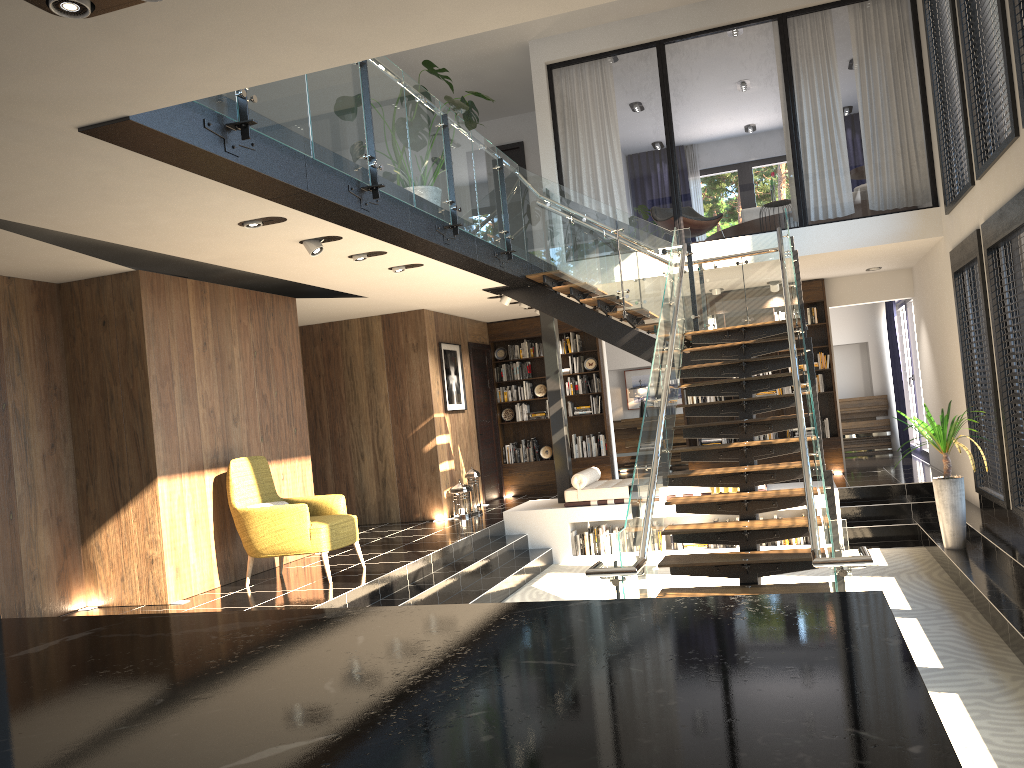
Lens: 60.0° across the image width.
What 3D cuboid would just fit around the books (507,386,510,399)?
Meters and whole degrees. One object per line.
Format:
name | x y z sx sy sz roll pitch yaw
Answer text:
books | -0.032 0.151 13.697 0.019 0.236 0.139 -6 -1 17

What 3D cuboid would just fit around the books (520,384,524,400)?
books | 0.162 0.125 13.614 0.020 0.243 0.154 -6 -1 17

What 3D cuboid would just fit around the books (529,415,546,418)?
books | 0.403 0.497 13.543 0.266 0.021 0.152 -6 -2 16

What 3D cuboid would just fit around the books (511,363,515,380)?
books | 0.038 -0.189 13.625 0.019 0.264 0.175 -6 -1 17

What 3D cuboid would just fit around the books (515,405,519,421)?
books | 0.101 0.443 13.604 0.026 0.257 0.192 -6 -2 17

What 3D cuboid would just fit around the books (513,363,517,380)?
books | 0.070 -0.187 13.643 0.032 0.255 0.160 -6 -1 17

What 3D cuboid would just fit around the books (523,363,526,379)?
books | 0.214 -0.197 13.596 0.024 0.242 0.144 -6 -1 17

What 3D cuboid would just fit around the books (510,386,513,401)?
books | 0.024 0.145 13.665 0.036 0.235 0.169 -6 -2 17

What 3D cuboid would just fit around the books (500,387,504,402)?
books | -0.134 0.161 13.686 0.022 0.235 0.194 -6 -2 17

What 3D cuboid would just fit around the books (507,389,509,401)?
books | -0.046 0.167 13.709 0.018 0.208 0.126 -6 -1 17

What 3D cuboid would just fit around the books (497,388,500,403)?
books | -0.190 0.174 13.740 0.030 0.224 0.166 -6 -2 17

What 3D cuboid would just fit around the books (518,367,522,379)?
books | 0.145 -0.163 13.588 0.025 0.188 0.181 -6 -2 17

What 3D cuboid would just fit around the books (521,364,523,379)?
books | 0.178 -0.191 13.615 0.028 0.240 0.148 -6 -1 17

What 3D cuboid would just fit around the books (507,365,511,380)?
books | -0.024 -0.172 13.636 0.039 0.243 0.179 -6 -2 17

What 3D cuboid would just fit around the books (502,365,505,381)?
books | -0.100 -0.169 13.679 0.035 0.255 0.183 -6 -2 17

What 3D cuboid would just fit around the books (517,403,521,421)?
books | 0.125 0.432 13.607 0.018 0.275 0.144 -6 -1 17

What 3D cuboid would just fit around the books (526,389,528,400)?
books | 0.249 0.132 13.589 0.018 0.210 0.157 -6 -2 17

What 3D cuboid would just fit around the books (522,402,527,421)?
books | 0.205 0.422 13.594 0.032 0.279 0.133 -6 -1 17

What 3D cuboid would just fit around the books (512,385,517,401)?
books | 0.047 0.140 13.637 0.026 0.237 0.164 -6 -2 17

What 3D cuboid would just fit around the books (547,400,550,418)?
books | 0.567 0.378 13.463 0.018 0.286 0.157 -6 -1 17

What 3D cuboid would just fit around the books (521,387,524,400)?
books | 0.182 0.147 13.595 0.025 0.193 0.172 -6 -2 17

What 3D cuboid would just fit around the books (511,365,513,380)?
books | 0.026 -0.183 13.649 0.018 0.256 0.172 -6 -2 17

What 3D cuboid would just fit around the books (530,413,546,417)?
books | 0.401 0.471 13.544 0.244 0.033 0.142 -6 -2 13

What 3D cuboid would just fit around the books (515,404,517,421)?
books | 0.089 0.442 13.645 0.020 0.264 0.152 -6 -1 17

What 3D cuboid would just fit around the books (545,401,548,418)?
books | 0.552 0.393 13.494 0.032 0.261 0.157 -6 -1 17

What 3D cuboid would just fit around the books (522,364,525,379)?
books | 0.195 -0.189 13.597 0.014 0.230 0.172 -6 -2 17

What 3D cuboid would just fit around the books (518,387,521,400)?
books | 0.139 0.146 13.593 0.016 0.205 0.204 -6 -2 17

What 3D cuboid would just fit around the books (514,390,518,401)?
books | 0.078 0.173 13.640 0.026 0.167 0.173 -6 -2 17

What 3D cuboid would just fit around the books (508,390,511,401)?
books | -0.012 0.175 13.662 0.035 0.180 0.164 -6 -2 17

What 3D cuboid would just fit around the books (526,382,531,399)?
books | 0.262 0.105 13.572 0.021 0.260 0.197 -6 -2 17

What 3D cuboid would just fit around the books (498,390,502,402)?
books | -0.155 0.186 13.723 0.045 0.192 0.164 -6 -2 17

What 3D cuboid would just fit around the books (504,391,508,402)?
books | -0.077 0.189 13.697 0.037 0.169 0.148 -6 -2 17

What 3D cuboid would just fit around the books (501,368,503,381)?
books | -0.125 -0.141 13.688 0.025 0.204 0.192 -6 -2 17

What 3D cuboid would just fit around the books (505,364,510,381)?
books | -0.050 -0.177 13.665 0.027 0.260 0.181 -6 -2 17

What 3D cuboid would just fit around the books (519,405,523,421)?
books | 0.158 0.444 13.624 0.032 0.245 0.120 -6 -1 17

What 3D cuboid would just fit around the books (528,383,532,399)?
books | 0.291 0.111 13.586 0.023 0.244 0.133 -6 -1 17

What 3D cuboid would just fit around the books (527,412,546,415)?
books | 0.394 0.446 13.533 0.293 0.016 0.174 -6 -2 16

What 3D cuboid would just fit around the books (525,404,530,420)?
books | 0.241 0.431 13.602 0.030 0.253 0.138 -6 -1 17

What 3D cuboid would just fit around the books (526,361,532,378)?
books | 0.266 -0.214 13.586 0.035 0.266 0.133 -6 -1 17

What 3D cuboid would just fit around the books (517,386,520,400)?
books | 0.116 0.144 13.636 0.053 0.216 0.151 -6 -2 17

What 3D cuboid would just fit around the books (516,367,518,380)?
books | 0.097 -0.173 13.631 0.024 0.220 0.123 -6 -1 17

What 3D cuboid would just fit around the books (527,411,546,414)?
books | 0.391 0.431 13.526 0.292 0.013 0.187 -6 -2 20

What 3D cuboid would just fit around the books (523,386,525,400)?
books | 0.213 0.135 13.610 0.027 0.214 0.159 -6 -2 17

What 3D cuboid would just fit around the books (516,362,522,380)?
books | 0.117 -0.202 13.609 0.033 0.273 0.189 -6 -2 17

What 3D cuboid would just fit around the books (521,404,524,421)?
books | 0.181 0.431 13.610 0.024 0.265 0.148 -6 -1 17

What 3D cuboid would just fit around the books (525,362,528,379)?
books | 0.237 -0.209 13.594 0.025 0.263 0.147 -6 -1 17

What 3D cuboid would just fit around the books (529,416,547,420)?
books | 0.405 0.524 13.541 0.262 0.032 0.154 -6 -2 20

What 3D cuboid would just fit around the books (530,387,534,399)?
books | 0.309 0.141 13.570 0.015 0.181 0.136 -6 -2 17

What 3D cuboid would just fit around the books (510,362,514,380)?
books | 0.009 -0.197 13.657 0.015 0.287 0.154 -6 -1 17

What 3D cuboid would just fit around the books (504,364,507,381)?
books | -0.075 -0.178 13.667 0.022 0.267 0.197 -6 -2 17

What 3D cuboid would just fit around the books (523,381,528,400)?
books | 0.224 0.097 13.581 0.018 0.284 0.198 -6 -2 17

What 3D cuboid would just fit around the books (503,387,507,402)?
books | -0.101 0.160 13.724 0.018 0.232 0.123 -6 -1 17
